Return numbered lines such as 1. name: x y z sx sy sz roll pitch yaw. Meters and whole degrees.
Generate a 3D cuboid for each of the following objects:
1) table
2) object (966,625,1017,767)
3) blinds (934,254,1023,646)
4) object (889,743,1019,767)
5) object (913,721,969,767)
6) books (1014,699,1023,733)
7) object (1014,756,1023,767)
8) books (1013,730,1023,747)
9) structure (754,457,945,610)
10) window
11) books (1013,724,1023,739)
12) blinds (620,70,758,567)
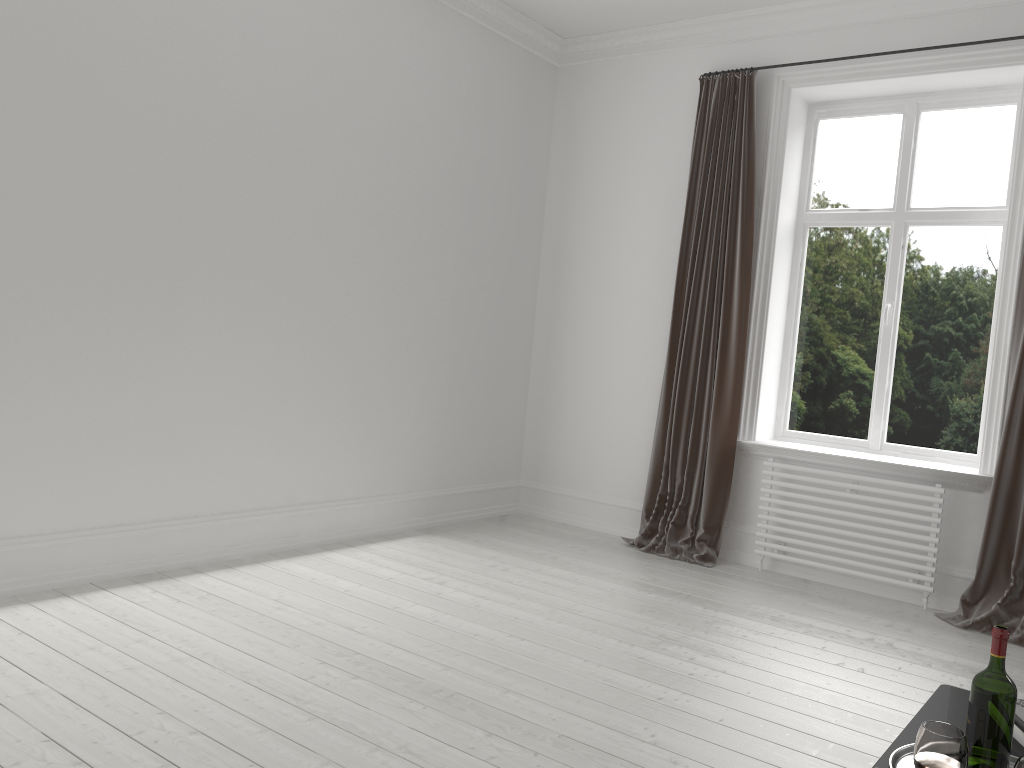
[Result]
1. table: 1.181 0.962 1.735 0.824 0.313 0.833 7 3 37
2. object: 0.952 0.630 1.757 0.081 0.303 0.081 3 3 -37
3. blinds: 2.381 -0.217 3.843 0.769 2.680 0.318 7 3 32
4. object: 1.041 0.812 1.699 0.622 0.063 0.395 5 2 -4
5. object: 0.831 0.720 1.718 0.095 0.106 0.095 3 3 -42
6. books: 1.227 0.764 1.983 0.207 0.012 0.257 5 3 7
7. object: 0.947 0.736 1.592 0.095 0.106 0.095 3 3 -42
8. books: 1.216 0.790 1.983 0.191 0.014 0.259 5 2 6
9. structure: 1.699 0.766 4.518 0.887 0.670 0.120 7 3 37
10. window: 2.040 -0.571 4.756 1.112 1.956 0.120 7 3 37
11. books: 1.219 0.776 1.986 0.191 0.014 0.254 5 2 4
12. blinds: 1.006 -0.388 4.906 0.246 2.681 0.595 3 4 -45
